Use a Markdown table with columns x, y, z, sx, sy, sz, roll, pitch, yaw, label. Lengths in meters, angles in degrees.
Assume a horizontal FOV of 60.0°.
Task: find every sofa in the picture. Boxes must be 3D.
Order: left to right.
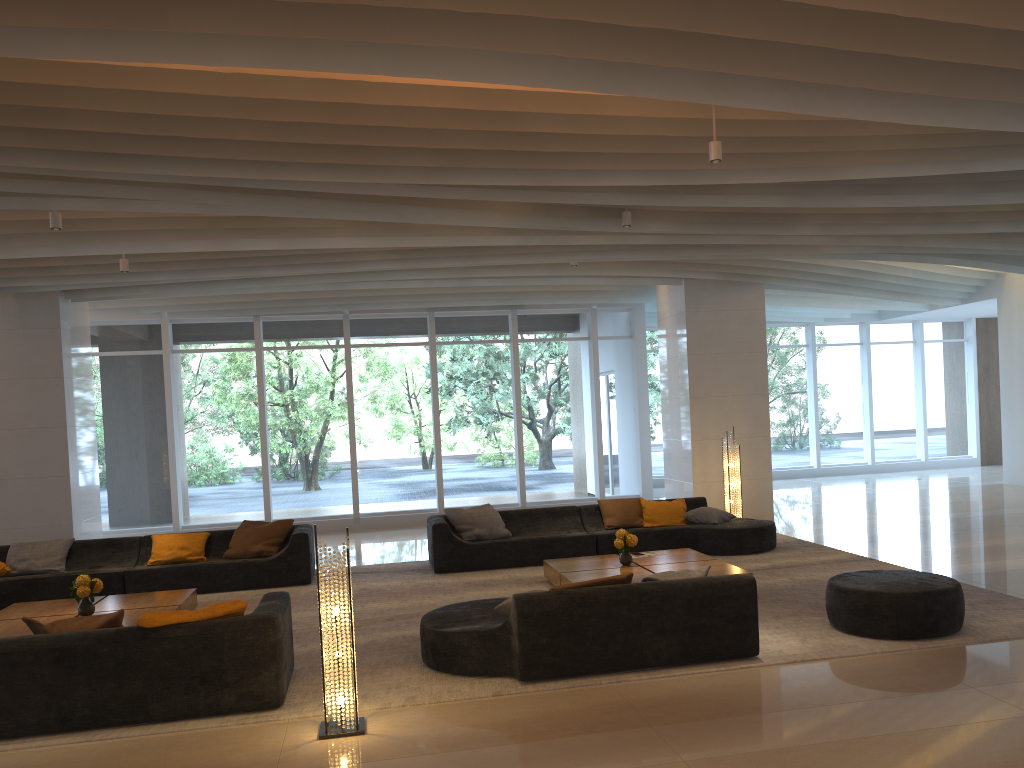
| x | y | z | sx | sy | sz | roll | pitch | yaw | label |
| --- | --- | --- | --- | --- | --- | --- | --- | --- | --- |
| -3.341 | 1.807 | 5.500 | 3.798 | 0.583 | 0.936 | -2 | -1 | -11 | sofa |
| -4.258 | 1.988 | 9.479 | 4.170 | 0.583 | 1.342 | -2 | -1 | -12 | sofa |
| 0.468 | 1.659 | 6.446 | 2.265 | 0.577 | 1.347 | -2 | -1 | -11 | sofa |
| 1.077 | 1.772 | 10.688 | 4.192 | 0.583 | 1.335 | -3 | -1 | -4 | sofa |

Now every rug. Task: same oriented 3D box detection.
| x | y | z | sx | sy | sz | roll | pitch | yaw | label |
| --- | --- | --- | --- | --- | --- | --- | --- | --- | --- |
| -4.008 | 2.206 | 7.555 | 16.311 | 0.022 | 5.479 | -2 | -2 | -11 | rug |

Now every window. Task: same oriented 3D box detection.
| x | y | z | sx | sy | sz | roll | pitch | yaw | label |
| --- | --- | --- | --- | --- | --- | --- | --- | --- | --- |
| -6.795 | 0.624 | 11.254 | 55.315 | 3.223 | 21.799 | -1 | -3 | -45 | window |

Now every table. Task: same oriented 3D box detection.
| x | y | z | sx | sy | sz | roll | pitch | yaw | label |
| --- | --- | --- | --- | --- | --- | --- | --- | --- | --- |
| -3.695 | 2.080 | 7.615 | 1.610 | 0.220 | 1.591 | -2 | -2 | -10 | table |
| 1.250 | 1.875 | 8.606 | 1.610 | 0.220 | 1.591 | -2 | -2 | -10 | table |

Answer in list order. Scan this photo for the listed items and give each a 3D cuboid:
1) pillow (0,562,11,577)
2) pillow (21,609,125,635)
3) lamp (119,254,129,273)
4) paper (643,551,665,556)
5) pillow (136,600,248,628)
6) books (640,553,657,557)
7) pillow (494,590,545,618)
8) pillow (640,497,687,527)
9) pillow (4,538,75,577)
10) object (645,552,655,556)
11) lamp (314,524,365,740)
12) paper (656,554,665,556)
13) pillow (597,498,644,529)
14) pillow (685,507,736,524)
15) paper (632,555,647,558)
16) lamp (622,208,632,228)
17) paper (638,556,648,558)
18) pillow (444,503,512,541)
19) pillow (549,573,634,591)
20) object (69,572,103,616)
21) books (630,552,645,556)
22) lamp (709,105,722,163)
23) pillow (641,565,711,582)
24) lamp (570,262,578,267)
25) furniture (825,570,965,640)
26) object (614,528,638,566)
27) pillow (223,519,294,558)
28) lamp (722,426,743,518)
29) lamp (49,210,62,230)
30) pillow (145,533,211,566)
| x | y | z | sx | sy | sz | roll | pitch | yaw | label |
| --- | --- | --- | --- | --- | --- | --- | --- | --- | --- |
| -5.589 | 1.970 | 9.326 | 0.577 | 0.193 | 0.456 | -4 | -2 | 44 | pillow |
| -2.700 | 1.607 | 5.563 | 0.604 | 0.410 | 0.441 | -3 | 0 | -9 | pillow |
| -4.236 | -1.966 | 9.594 | 0.090 | 1.508 | 0.088 | -3 | 2 | -19 | lamp |
| 1.478 | 1.776 | 9.293 | 0.188 | 0.001 | 0.253 | -2 | -2 | -24 | paper |
| -2.055 | 1.557 | 5.618 | 0.648 | 0.378 | 0.539 | -2 | -1 | -33 | pillow |
| 1.380 | 1.775 | 9.245 | 0.215 | 0.011 | 0.179 | -2 | -2 | -29 | books |
| 0.164 | 1.544 | 6.226 | 0.423 | 0.247 | 0.476 | -3 | -1 | 25 | pillow |
| 1.880 | 1.591 | 10.930 | 0.608 | 0.403 | 0.474 | -3 | -1 | -3 | pillow |
| -5.095 | 1.898 | 9.532 | 0.668 | 0.417 | 0.459 | -3 | 0 | -11 | pillow |
| 1.427 | 1.771 | 9.272 | 0.107 | 0.014 | 0.178 | -2 | -2 | -29 | object |
| -1.001 | 1.384 | 5.073 | 0.251 | 1.199 | 0.248 | -3 | 1 | -10 | lamp |
| 1.478 | 1.777 | 9.293 | 0.192 | 0.001 | 0.257 | -2 | -2 | -23 | paper |
| 1.375 | 1.599 | 10.888 | 0.580 | 0.374 | 0.367 | -3 | 0 | -12 | pillow |
| 2.441 | 1.625 | 10.906 | 0.432 | 0.209 | 0.595 | -4 | -2 | 39 | pillow |
| 1.283 | 1.783 | 9.222 | 0.187 | 0.001 | 0.254 | -2 | -2 | -18 | paper |
| 1.064 | -2.260 | 8.473 | 0.088 | 1.508 | 0.090 | -2 | 2 | 35 | lamp |
| 1.279 | 1.784 | 9.218 | 0.199 | 0.001 | 0.260 | -2 | -2 | -19 | paper |
| -0.407 | 1.646 | 10.556 | 0.648 | 0.378 | 0.539 | -2 | -1 | -33 | pillow |
| 0.529 | 1.485 | 6.119 | 0.607 | 0.392 | 0.395 | -3 | 0 | -8 | pillow |
| -3.586 | 1.771 | 7.476 | 0.264 | 0.377 | 0.237 | -3 | 0 | 11 | object |
| 1.300 | 1.774 | 9.233 | 0.113 | 0.011 | 0.179 | -2 | -2 | -20 | books |
| 1.428 | -2.350 | 6.354 | 0.088 | 1.508 | 0.090 | -2 | 2 | 35 | lamp |
| 1.142 | 1.457 | 6.350 | 0.567 | 0.345 | 0.454 | -3 | -1 | -12 | pillow |
| 0.710 | -2.169 | 10.630 | 0.088 | 1.508 | 0.090 | -2 | 2 | 35 | lamp |
| 2.899 | 1.660 | 6.744 | 0.984 | 0.364 | 0.982 | -3 | -2 | -1 | furniture |
| 1.108 | 1.586 | 8.672 | 0.237 | 0.377 | 0.264 | -3 | 0 | -8 | object |
| -2.872 | 1.748 | 10.062 | 0.635 | 0.378 | 0.550 | -3 | -1 | 11 | pillow |
| 2.972 | 1.301 | 11.961 | 0.251 | 1.452 | 0.248 | -3 | 1 | -10 | lamp |
| -3.880 | -2.056 | 7.457 | 0.090 | 1.508 | 0.087 | -4 | 2 | -37 | lamp |
| -3.695 | 1.858 | 9.815 | 0.641 | 0.394 | 0.447 | -3 | -1 | -11 | pillow |
